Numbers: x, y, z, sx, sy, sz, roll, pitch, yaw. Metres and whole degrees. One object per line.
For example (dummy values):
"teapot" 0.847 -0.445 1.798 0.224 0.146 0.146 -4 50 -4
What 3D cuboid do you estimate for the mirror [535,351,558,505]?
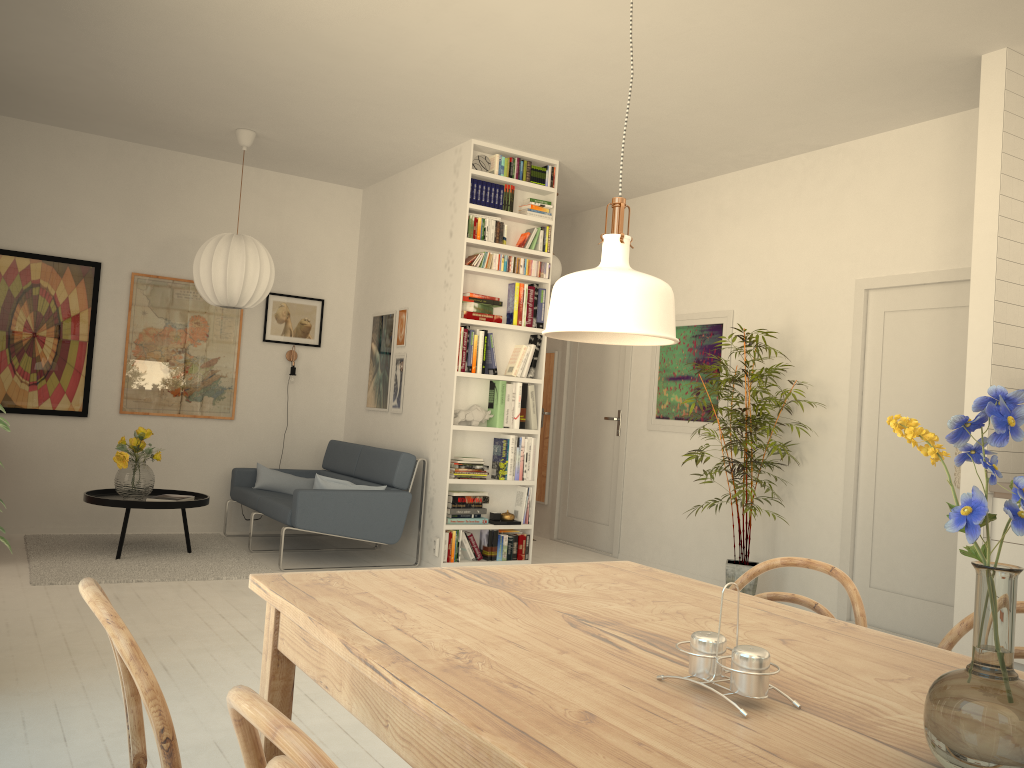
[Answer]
"mirror" 0.223 0.387 8.124 0.029 1.371 0.500 5 -3 -32

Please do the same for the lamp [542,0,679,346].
"lamp" 0.221 -0.871 1.525 0.229 1.596 0.229 4 -2 3

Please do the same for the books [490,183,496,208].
"books" -0.180 -1.284 6.134 0.034 0.179 0.188 5 -3 -32

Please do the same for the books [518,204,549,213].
"books" 0.132 -1.237 6.324 0.173 0.030 0.199 6 -3 -42

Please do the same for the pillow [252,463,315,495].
"pillow" -1.760 0.759 6.901 0.539 0.277 0.157 5 -2 -30

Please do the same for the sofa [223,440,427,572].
"sofa" -1.385 0.815 6.392 0.963 0.773 1.603 5 -2 -32

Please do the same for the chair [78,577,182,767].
"chair" -0.387 0.681 1.267 0.483 0.811 0.385 5 -3 -29

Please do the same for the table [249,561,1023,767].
"table" 0.341 0.765 1.086 0.894 0.749 1.797 5 -2 -32

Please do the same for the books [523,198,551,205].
"books" 0.160 -1.283 6.335 0.169 0.032 0.188 5 -2 -27

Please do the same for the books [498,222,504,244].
"books" -0.115 -1.031 6.139 0.023 0.153 0.176 5 -2 -32

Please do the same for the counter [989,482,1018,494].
"counter" 2.681 0.474 1.450 2.855 0.163 4.844 5 -2 -32

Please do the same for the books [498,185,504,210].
"books" -0.121 -1.279 6.170 0.034 0.179 0.188 5 -3 -32

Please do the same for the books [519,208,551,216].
"books" 0.140 -1.211 6.331 0.200 0.018 0.208 5 -2 -32

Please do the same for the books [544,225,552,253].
"books" 0.211 -1.026 6.369 0.022 0.199 0.212 5 -3 -32

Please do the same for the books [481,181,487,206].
"books" -0.240 -1.290 6.097 0.034 0.179 0.188 5 -3 -32

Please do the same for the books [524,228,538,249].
"books" 0.080 -1.020 6.307 0.092 0.165 0.222 5 -2 -32

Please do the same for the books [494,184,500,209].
"books" -0.150 -1.281 6.152 0.034 0.179 0.188 5 -3 -32

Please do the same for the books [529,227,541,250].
"books" 0.115 -1.020 6.313 0.065 0.168 0.228 5 -2 -32

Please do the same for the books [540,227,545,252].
"books" 0.170 -1.023 6.363 0.022 0.187 0.186 5 -3 -32

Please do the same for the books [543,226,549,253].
"books" 0.193 -1.022 6.361 0.014 0.188 0.218 5 -2 -32

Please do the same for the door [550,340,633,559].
"door" 0.708 0.367 7.486 0.166 2.034 0.955 5 -3 -32

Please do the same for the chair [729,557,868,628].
"chair" 0.412 0.751 1.690 0.483 0.811 0.385 6 -3 -34

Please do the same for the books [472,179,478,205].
"books" -0.299 -1.295 6.060 0.034 0.179 0.188 5 -3 -32

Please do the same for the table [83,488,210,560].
"table" -2.387 0.914 5.779 0.760 0.386 0.761 5 -2 -16

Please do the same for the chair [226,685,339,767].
"chair" -0.060 0.691 0.879 0.483 0.811 0.385 6 -3 -34

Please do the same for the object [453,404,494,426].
"object" -0.273 0.211 6.034 0.311 0.150 0.137 5 -2 -24

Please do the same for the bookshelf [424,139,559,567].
"bookshelf" -0.134 -0.171 6.170 0.710 2.901 0.249 5 -3 -32

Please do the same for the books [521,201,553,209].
"books" 0.160 -1.259 6.315 0.179 0.016 0.208 5 -2 -27

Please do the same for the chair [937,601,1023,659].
"chair" 0.755 0.763 1.311 0.385 0.811 0.483 2 -3 41

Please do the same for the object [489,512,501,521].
"object" -0.117 0.917 6.131 0.058 0.055 0.058 5 -2 -32

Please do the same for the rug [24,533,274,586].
"rug" -2.384 1.104 5.732 1.304 0.012 1.661 5 -2 -30

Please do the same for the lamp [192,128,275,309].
"lamp" -1.883 -1.136 6.104 0.536 1.229 0.536 4 -2 2

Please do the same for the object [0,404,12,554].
"object" -1.911 0.335 2.851 0.569 1.424 0.513 4 -2 11

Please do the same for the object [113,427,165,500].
"object" -2.453 0.515 5.772 0.291 0.471 0.361 4 -2 7

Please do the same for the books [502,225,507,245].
"books" -0.092 -1.024 6.175 0.020 0.145 0.189 5 -2 -32

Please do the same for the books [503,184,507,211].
"books" -0.100 -1.282 6.196 0.020 0.191 0.205 5 -3 -32

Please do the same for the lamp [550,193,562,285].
"lamp" 0.284 -1.177 7.223 0.275 0.768 0.275 6 -3 -37

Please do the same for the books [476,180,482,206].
"books" -0.269 -1.292 6.079 0.034 0.179 0.188 5 -3 -32

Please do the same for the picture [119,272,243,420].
"picture" -2.511 -0.274 6.797 0.838 1.053 0.012 5 -3 -32

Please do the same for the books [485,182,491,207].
"books" -0.210 -1.287 6.115 0.034 0.179 0.188 5 -3 -32

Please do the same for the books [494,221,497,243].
"books" -0.157 -1.038 6.129 0.013 0.159 0.176 5 -3 -32

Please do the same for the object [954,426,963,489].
"object" 2.265 0.207 4.217 0.439 0.613 0.093 5 -3 -32

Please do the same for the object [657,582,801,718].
"object" 0.270 0.316 1.102 0.095 0.138 0.155 5 -2 -31

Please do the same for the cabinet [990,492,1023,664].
"cabinet" 2.710 0.078 1.467 2.852 2.160 4.844 5 -2 -32

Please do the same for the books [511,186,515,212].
"books" -0.049 -1.277 6.227 0.020 0.191 0.205 5 -3 -32

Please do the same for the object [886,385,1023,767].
"object" 0.480 0.198 0.885 0.206 0.389 0.144 3 -2 20

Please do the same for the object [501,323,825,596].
"object" 0.982 0.492 5.811 2.088 1.712 0.778 2 -3 39

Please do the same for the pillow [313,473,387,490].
"pillow" -1.092 0.760 5.813 0.533 0.354 0.141 5 -3 -32

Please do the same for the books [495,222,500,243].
"books" -0.152 -1.035 6.155 0.024 0.155 0.206 5 -2 -32

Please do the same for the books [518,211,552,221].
"books" 0.136 -1.183 6.330 0.214 0.038 0.222 5 -2 -32

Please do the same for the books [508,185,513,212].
"books" -0.060 -1.279 6.207 0.020 0.191 0.205 5 -3 -32

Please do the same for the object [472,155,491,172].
"object" -0.208 -1.497 6.047 0.131 0.131 0.131 6 -3 -36

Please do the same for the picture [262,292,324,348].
"picture" -1.781 -0.521 7.244 0.481 0.402 0.015 5 -3 -32

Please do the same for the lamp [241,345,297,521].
"lamp" -1.925 0.382 7.084 0.360 1.416 0.112 5 -3 -32

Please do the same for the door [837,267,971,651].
"door" 2.297 0.394 4.911 0.166 2.034 0.955 5 -3 -32

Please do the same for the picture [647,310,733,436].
"picture" 1.289 -0.080 6.492 0.012 0.877 0.822 5 -3 -32

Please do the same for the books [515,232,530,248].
"books" 0.044 -1.005 6.299 0.073 0.129 0.200 5 -2 -32

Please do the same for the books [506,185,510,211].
"books" -0.082 -1.280 6.204 0.020 0.191 0.205 5 -3 -32

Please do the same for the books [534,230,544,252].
"books" 0.154 -1.008 6.333 0.030 0.153 0.200 5 -2 -32

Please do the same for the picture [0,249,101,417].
"picture" -3.373 -0.352 6.260 0.778 1.134 0.018 5 -3 -32
